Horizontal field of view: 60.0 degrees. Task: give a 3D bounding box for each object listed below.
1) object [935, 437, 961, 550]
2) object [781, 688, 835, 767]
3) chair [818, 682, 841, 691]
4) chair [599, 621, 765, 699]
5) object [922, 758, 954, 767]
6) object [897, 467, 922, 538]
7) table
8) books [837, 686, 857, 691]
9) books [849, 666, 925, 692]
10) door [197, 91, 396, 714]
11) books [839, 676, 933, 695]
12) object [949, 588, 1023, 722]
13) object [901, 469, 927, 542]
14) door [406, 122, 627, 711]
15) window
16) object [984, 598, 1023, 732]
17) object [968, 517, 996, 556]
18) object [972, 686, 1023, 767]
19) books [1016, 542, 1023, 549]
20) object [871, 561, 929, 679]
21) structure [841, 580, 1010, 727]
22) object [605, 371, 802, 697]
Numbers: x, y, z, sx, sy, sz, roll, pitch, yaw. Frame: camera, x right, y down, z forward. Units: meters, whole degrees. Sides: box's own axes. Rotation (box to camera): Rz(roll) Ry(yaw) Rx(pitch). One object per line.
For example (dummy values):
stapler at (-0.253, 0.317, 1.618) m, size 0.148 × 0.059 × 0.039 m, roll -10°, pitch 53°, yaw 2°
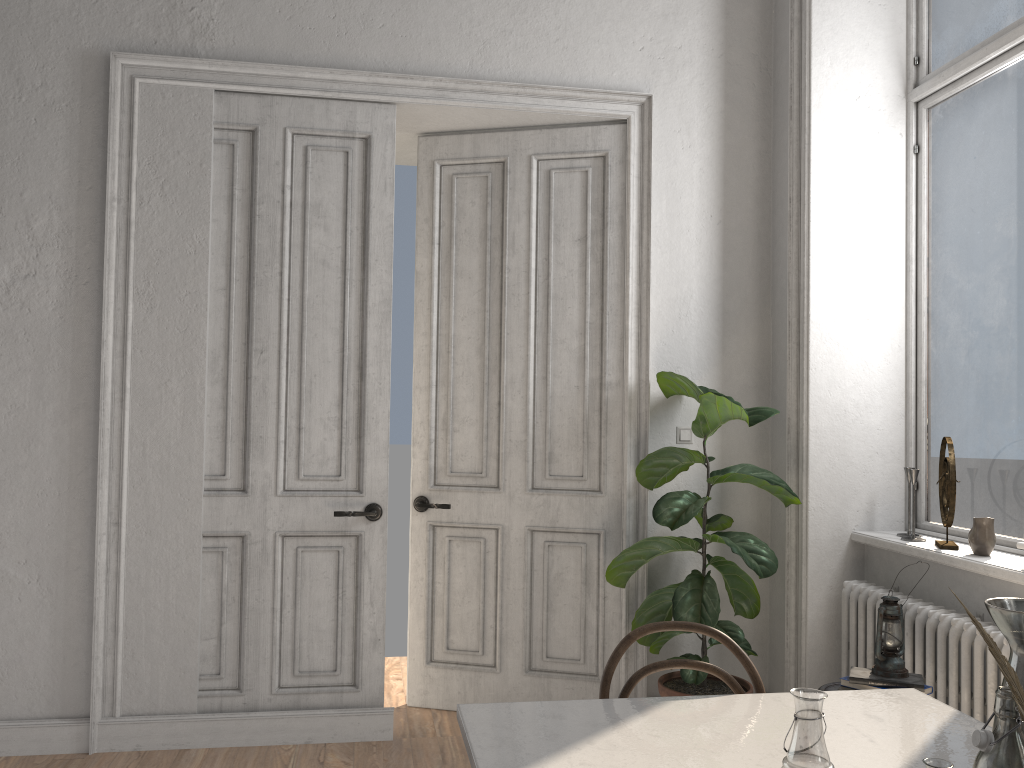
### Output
object at (1.682, 0.416, 3.417) m, size 0.087 × 0.425 × 0.347 m, roll 0°, pitch -2°, yaw 23°
object at (0.450, 0.581, 1.348) m, size 0.132 × 0.219 × 0.132 m, roll 2°, pitch -2°, yaw -20°
chair at (1.169, 1.281, 2.894) m, size 0.360 × 0.522 × 0.364 m, roll 2°, pitch -2°, yaw -36°
chair at (0.413, 1.032, 1.905) m, size 0.438 × 0.920 × 0.549 m, roll 1°, pitch -2°, yaw -1°
object at (0.596, 0.610, 1.241) m, size 0.083 × 0.158 × 0.083 m, roll 1°, pitch -2°, yaw -13°
object at (1.668, 0.496, 3.724) m, size 0.095 × 0.289 × 0.095 m, roll 0°, pitch -2°, yaw 22°
table at (0.591, 1.067, 0.944) m, size 1.100 × 0.779 × 2.201 m, roll 1°, pitch -2°, yaw -9°
books at (1.209, 1.006, 2.891) m, size 0.246 × 0.034 × 0.194 m, roll 0°, pitch -3°, yaw 31°
books at (1.215, 0.957, 2.879) m, size 0.221 × 0.027 × 0.147 m, roll 0°, pitch -2°, yaw 23°
door at (-1.089, 0.135, 3.892) m, size 1.097 × 2.813 × 0.216 m, roll 1°, pitch -2°, yaw -8°
books at (1.214, 0.980, 2.880) m, size 0.163 × 0.029 × 0.232 m, roll 3°, pitch -3°, yaw -38°
object at (0.562, 0.453, 0.924) m, size 0.157 × 0.446 × 0.157 m, roll 1°, pitch -2°, yaw 9°
object at (1.630, 0.491, 3.599) m, size 0.095 × 0.289 × 0.095 m, roll 1°, pitch -2°, yaw 13°
door at (0.031, 0.167, 4.242) m, size 1.097 × 2.813 × 0.216 m, roll 0°, pitch -2°, yaw 16°
window at (1.955, -0.850, 3.087) m, size 0.013 × 2.842 × 1.623 m, roll 1°, pitch -2°, yaw -9°
object at (0.716, 0.498, 1.222) m, size 0.116 × 0.383 × 0.116 m, roll 1°, pitch -2°, yaw 2°
object at (1.707, 0.549, 3.222) m, size 0.102 × 0.142 × 0.100 m, roll 2°, pitch -2°, yaw -35°
object at (0.620, 0.533, 1.105) m, size 0.086 × 0.301 × 0.086 m, roll 2°, pitch -2°, yaw -23°
books at (1.770, 0.531, 2.852) m, size 0.155 × 0.020 × 0.205 m, roll 2°, pitch -2°, yaw -19°
object at (1.249, 0.754, 2.880) m, size 0.154 × 0.383 × 0.163 m, roll 2°, pitch -2°, yaw -36°
structure at (1.837, -0.747, 1.253) m, size 0.340 × 4.472 × 5.183 m, roll 1°, pitch -2°, yaw -9°
object at (0.992, 0.552, 1.211) m, size 0.792 × 1.842 × 5.829 m, roll 1°, pitch -2°, yaw -4°
